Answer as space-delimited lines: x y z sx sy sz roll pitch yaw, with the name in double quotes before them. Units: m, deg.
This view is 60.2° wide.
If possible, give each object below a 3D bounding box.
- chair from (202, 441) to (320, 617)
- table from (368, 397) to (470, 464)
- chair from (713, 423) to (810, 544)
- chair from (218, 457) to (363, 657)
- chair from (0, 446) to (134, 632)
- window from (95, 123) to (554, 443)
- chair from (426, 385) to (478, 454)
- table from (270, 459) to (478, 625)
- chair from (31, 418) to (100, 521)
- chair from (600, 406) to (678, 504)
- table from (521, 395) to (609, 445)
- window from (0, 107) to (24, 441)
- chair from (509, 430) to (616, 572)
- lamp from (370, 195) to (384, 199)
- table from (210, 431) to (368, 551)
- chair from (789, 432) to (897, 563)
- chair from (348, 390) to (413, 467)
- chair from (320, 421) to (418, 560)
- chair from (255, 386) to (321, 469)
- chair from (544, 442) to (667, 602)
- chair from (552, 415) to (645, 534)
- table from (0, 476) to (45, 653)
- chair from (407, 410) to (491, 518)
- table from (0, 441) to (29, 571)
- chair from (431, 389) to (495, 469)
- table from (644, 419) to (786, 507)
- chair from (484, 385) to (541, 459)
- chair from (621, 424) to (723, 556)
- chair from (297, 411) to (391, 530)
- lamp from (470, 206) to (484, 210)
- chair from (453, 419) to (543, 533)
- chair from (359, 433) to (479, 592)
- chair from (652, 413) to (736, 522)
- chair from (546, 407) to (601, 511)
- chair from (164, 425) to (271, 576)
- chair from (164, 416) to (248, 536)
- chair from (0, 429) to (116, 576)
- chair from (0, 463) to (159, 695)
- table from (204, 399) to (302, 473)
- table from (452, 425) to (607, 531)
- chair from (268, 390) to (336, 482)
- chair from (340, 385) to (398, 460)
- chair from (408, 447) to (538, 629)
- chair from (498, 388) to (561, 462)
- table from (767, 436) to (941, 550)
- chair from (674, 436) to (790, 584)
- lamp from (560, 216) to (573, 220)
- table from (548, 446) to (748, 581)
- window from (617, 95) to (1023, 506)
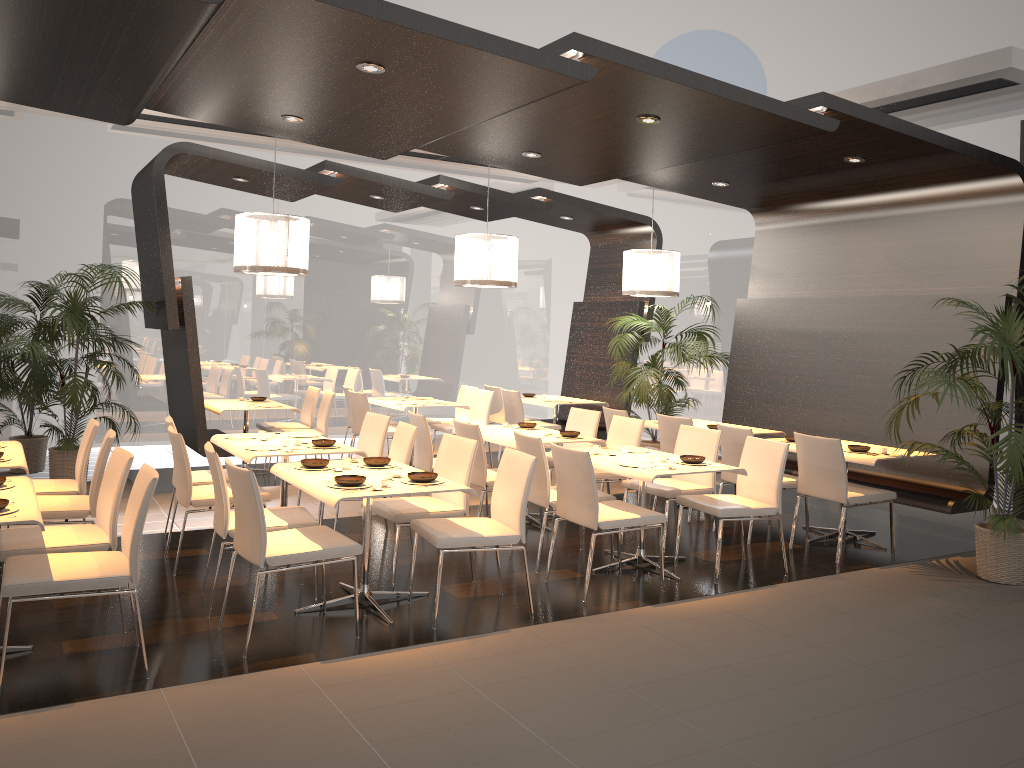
"chair" -1.432 0.781 4.994 0.605 0.870 0.484 2 0 -23
"table" -1.104 0.560 10.031 0.799 0.726 1.149 1 2 -31
"chair" 1.970 0.762 7.021 0.605 0.870 0.484 2 0 -23
"chair" -1.133 0.822 4.474 0.604 0.870 0.484 1 0 -33
"chair" -2.263 0.791 4.460 0.604 0.875 0.484 1 0 -33
"window" -2.109 -1.242 12.050 6.574 3.984 0.070 0 0 -31
"chair" -0.762 0.463 10.592 0.604 0.875 0.484 2 0 -28
"table" -0.821 0.876 4.982 0.799 0.726 1.149 1 2 -31
"chair" -3.035 0.686 5.754 0.604 0.870 0.484 2 0 -28
"chair" 1.182 0.663 8.287 0.605 0.875 0.484 2 0 -23
"table" 0.537 0.552 10.991 0.799 0.726 1.149 1 2 -31
"window" -8.306 -1.208 8.393 6.574 3.984 0.070 0 0 -31
"chair" 0.332 0.773 6.056 0.605 0.875 0.484 2 0 -23
"lamp" -1.493 -2.083 9.791 0.161 0.056 0.162 0 4 -36
"table" -1.611 0.775 6.248 0.799 0.726 1.149 1 2 -31
"chair" 2.434 0.805 6.536 0.604 0.870 0.484 2 0 -28
"chair" -1.421 0.513 9.448 0.604 0.875 0.484 1 0 -33
"chair" -0.999 0.723 6.202 0.605 0.875 0.484 2 0 -23
"chair" -2.420 0.473 9.592 0.604 0.875 0.484 2 0 -28
"chair" 0.567 0.815 5.476 0.604 0.875 0.484 2 0 -28
"chair" 0.723 0.712 7.221 0.604 0.870 0.484 2 0 -28
"table" -2.579 0.886 3.949 0.799 0.726 1.149 1 2 -31
"chair" -0.546 0.669 7.285 0.605 0.870 0.484 2 0 -23
"table" -3.351 0.783 5.243 0.799 0.726 1.149 1 2 -31
"chair" -0.547 0.505 9.981 0.604 0.870 0.484 2 0 -28
"table" 1.839 0.757 8.271 0.799 0.726 1.149 1 2 -31
"chair" -0.015 0.456 11.043 0.604 0.870 0.484 2 0 -28
"chair" 1.200 0.768 6.570 0.604 0.875 0.484 1 0 -33
"chair" -1.290 0.674 6.834 0.604 0.870 0.484 1 0 -33
"lamp" -0.412 -2.089 10.428 0.161 0.056 0.162 0 4 -36
"chair" -0.126 0.717 6.738 0.604 0.875 0.484 2 0 -28
"chair" -0.566 0.778 5.528 0.604 0.875 0.484 1 0 -33
"chair" 1.609 0.707 7.771 0.604 0.875 0.484 1 0 -33
"chair" 0.432 0.664 7.854 0.604 0.870 0.484 1 0 -33
"chair" -1.923 0.721 5.740 0.604 0.870 0.484 2 0 -28
"chair" -2.167 0.679 6.307 0.605 0.870 0.484 2 0 -23
"chair" -2.690 0.729 5.229 0.605 0.870 0.484 2 0 -23
"chair" -1.918 0.833 3.935 0.604 0.875 0.484 2 0 -28
"table" -2.736 0.568 9.081 0.799 0.726 1.149 1 2 -31
"table" 0.220 0.765 7.333 1.052 0.726 1.149 1 3 -31
"chair" -2.135 0.515 9.022 0.605 0.870 0.484 2 0 -23
"chair" -1.629 0.463 10.119 0.605 0.870 0.484 2 0 -23
"chair" -0.209 0.822 4.935 0.605 0.870 0.484 2 0 -23
"chair" 0.199 0.502 10.433 0.604 0.875 0.484 2 0 -28
"table" 2.627 0.858 7.004 0.799 0.726 1.149 1 2 -31
"chair" 1.491 0.815 5.938 0.605 0.875 0.484 2 0 -23
"lamp" 0.686 -2.095 11.076 0.161 0.056 0.162 0 4 -36
"table" 0.879 0.867 5.984 0.799 0.726 1.149 1 2 -31
"window" 3.171 -0.997 10.671 0.070 3.981 6.592 2 2 -31
